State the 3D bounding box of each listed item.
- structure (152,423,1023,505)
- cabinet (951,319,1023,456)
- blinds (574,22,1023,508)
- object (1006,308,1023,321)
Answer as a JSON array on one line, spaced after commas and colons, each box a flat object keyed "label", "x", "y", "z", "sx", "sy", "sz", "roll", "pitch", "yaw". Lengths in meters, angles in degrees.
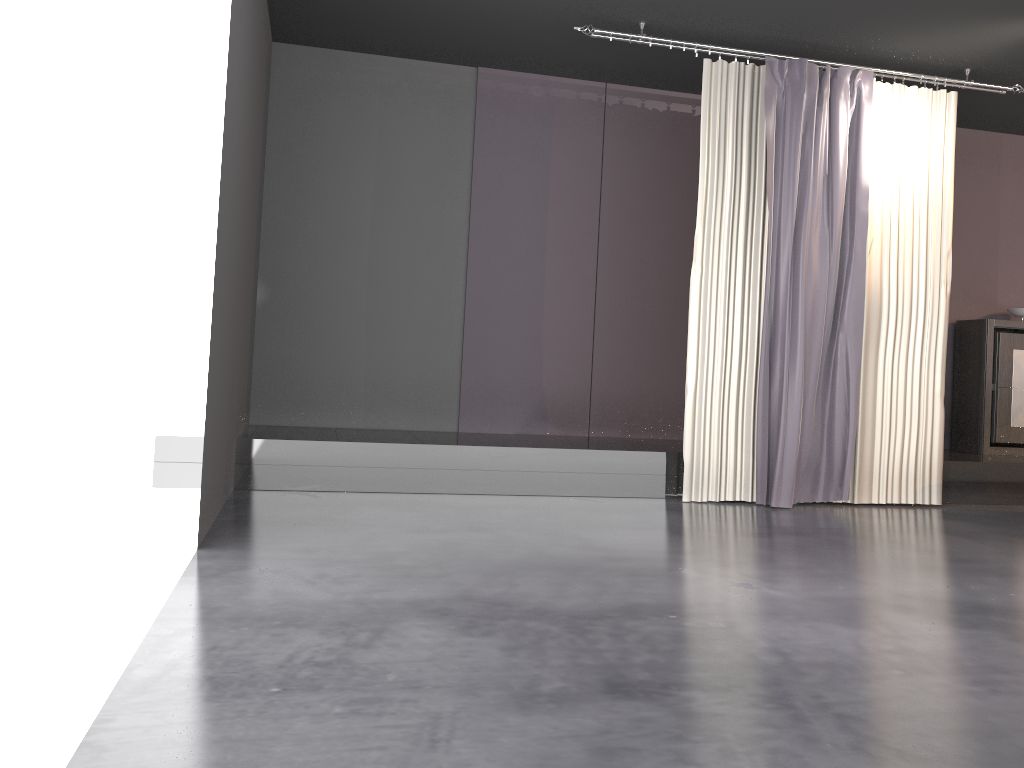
[{"label": "structure", "x": 2.113, "y": 0.634, "z": 6.507, "sx": 8.765, "sy": 0.301, "sz": 1.000, "roll": 3, "pitch": 1, "yaw": -13}, {"label": "cabinet", "x": 4.231, "y": 0.041, "z": 7.260, "sx": 1.071, "sy": 1.076, "sz": 0.411, "roll": 3, "pitch": -1, "yaw": -13}, {"label": "blinds", "x": 1.910, "y": -0.715, "z": 5.722, "sx": 3.286, "sy": 3.001, "sz": 0.248, "roll": 3, "pitch": -2, "yaw": -12}, {"label": "object", "x": 4.254, "y": -0.555, "z": 7.311, "sx": 0.309, "sy": 0.117, "sz": 0.308, "roll": 3, "pitch": 1, "yaw": 21}]
